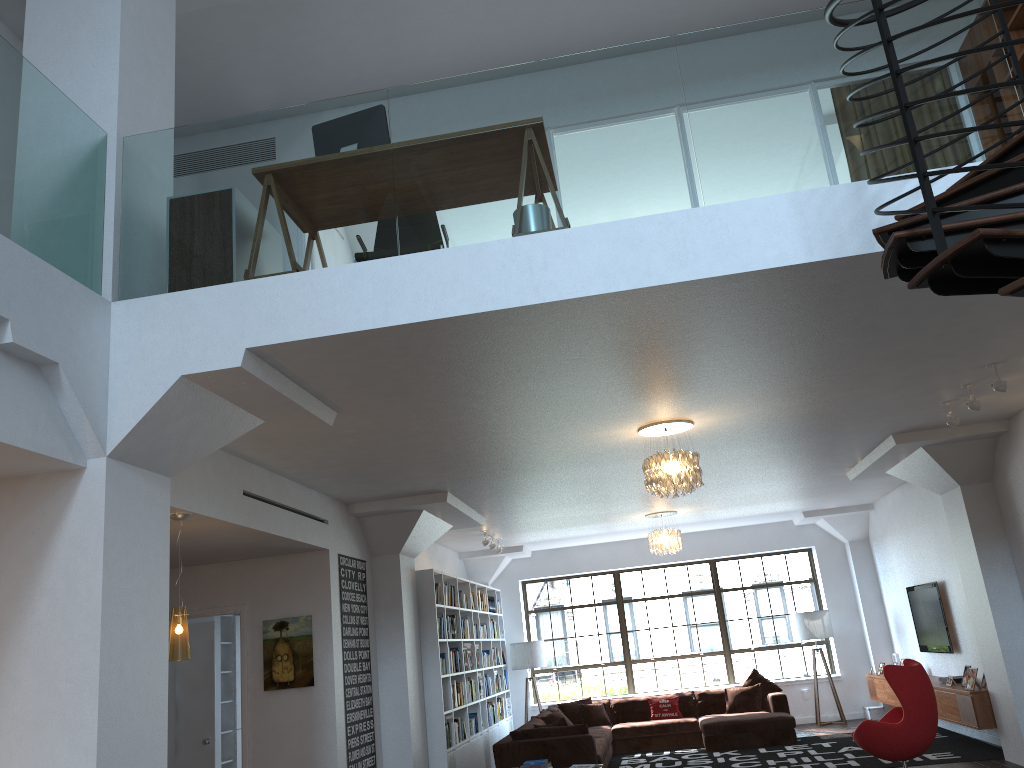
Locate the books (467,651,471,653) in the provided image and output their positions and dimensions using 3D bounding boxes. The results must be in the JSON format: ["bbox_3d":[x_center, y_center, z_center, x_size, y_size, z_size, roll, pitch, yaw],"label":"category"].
[{"bbox_3d":[-0.624,3.439,11.352,0.161,0.033,0.223,-8,-17,7],"label":"books"}]

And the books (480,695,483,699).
[{"bbox_3d":[-0.507,4.108,11.604,0.246,0.038,0.171,-8,-17,7],"label":"books"}]

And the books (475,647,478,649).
[{"bbox_3d":[-0.565,3.488,11.687,0.223,0.031,0.161,-8,-17,7],"label":"books"}]

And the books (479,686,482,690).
[{"bbox_3d":[-0.510,3.998,11.650,0.231,0.044,0.168,-7,-17,2],"label":"books"}]

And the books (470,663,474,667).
[{"bbox_3d":[-0.601,3.589,11.293,0.160,0.039,0.251,-10,-17,12],"label":"books"}]

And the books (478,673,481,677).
[{"bbox_3d":[-0.515,3.839,11.680,0.185,0.041,0.129,-13,-18,21],"label":"books"}]

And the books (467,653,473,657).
[{"bbox_3d":[-0.615,3.471,11.335,0.183,0.042,0.253,-8,-17,7],"label":"books"}]

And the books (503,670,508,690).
[{"bbox_3d":[-0.162,4.558,13.645,0.176,0.290,0.053,-8,-17,7],"label":"books"}]

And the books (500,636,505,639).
[{"bbox_3d":[-0.286,3.919,13.659,0.284,0.035,0.197,-18,-21,35],"label":"books"}]

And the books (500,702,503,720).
[{"bbox_3d":[-0.238,4.746,12.858,0.189,0.247,0.057,-8,-17,7],"label":"books"}]

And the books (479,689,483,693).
[{"bbox_3d":[-0.517,4.044,11.652,0.259,0.040,0.180,-8,-17,7],"label":"books"}]

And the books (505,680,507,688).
[{"bbox_3d":[-0.175,4.570,13.537,0.161,0.213,0.146,-8,-17,7],"label":"books"}]

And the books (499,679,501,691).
[{"bbox_3d":[-0.260,4.413,13.065,0.160,0.251,0.039,-8,-17,7],"label":"books"}]

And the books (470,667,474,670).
[{"bbox_3d":[-0.594,3.626,11.283,0.171,0.039,0.246,-8,-17,7],"label":"books"}]

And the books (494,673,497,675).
[{"bbox_3d":[-0.341,4.174,12.739,0.223,0.031,0.161,-8,-17,7],"label":"books"}]

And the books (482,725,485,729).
[{"bbox_3d":[-0.509,4.456,11.473,0.284,0.035,0.197,-8,-17,7],"label":"books"}]

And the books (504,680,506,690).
[{"bbox_3d":[-0.192,4.515,13.397,0.172,0.235,0.112,-8,-17,7],"label":"books"}]

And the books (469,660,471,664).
[{"bbox_3d":[-0.630,3.553,11.303,0.180,0.042,0.259,-8,-17,7],"label":"books"}]

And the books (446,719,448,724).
[{"bbox_3d":[-0.783,3.657,9.604,0.174,0.045,0.240,-5,-17,-3],"label":"books"}]

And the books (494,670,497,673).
[{"bbox_3d":[-0.343,4.148,12.755,0.224,0.030,0.161,-11,-18,16],"label":"books"}]

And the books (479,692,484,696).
[{"bbox_3d":[-0.513,4.073,11.617,0.251,0.037,0.160,-10,-17,12],"label":"books"}]

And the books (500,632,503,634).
[{"bbox_3d":[-0.291,3.854,13.673,0.254,0.032,0.174,-21,-22,40],"label":"books"}]

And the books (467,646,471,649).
[{"bbox_3d":[-0.621,3.390,11.382,0.144,0.024,0.208,-10,-17,12],"label":"books"}]

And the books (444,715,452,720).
[{"bbox_3d":[-0.782,3.615,9.592,0.223,0.027,0.161,-11,-17,16],"label":"books"}]

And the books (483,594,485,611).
[{"bbox_3d":[-0.484,3.139,12.679,0.183,0.253,0.034,-8,-17,7],"label":"books"}]

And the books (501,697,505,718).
[{"bbox_3d":[-0.202,4.800,13.121,0.176,0.290,0.053,-8,-17,7],"label":"books"}]

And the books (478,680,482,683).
[{"bbox_3d":[-0.515,3.925,11.670,0.223,0.032,0.161,-8,-17,7],"label":"books"}]

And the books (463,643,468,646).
[{"bbox_3d":[-0.670,3.234,10.977,0.223,0.027,0.161,-11,-17,16],"label":"books"}]

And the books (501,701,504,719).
[{"bbox_3d":[-0.210,4.798,13.035,0.171,0.246,0.057,-8,-17,7],"label":"books"}]

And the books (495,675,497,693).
[{"bbox_3d":[-0.314,4.303,12.689,0.174,0.251,0.051,-8,-17,7],"label":"books"}]

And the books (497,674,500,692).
[{"bbox_3d":[-0.275,4.384,12.969,0.183,0.253,0.042,-8,-17,7],"label":"books"}]

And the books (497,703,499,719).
[{"bbox_3d":[-0.284,4.661,12.572,0.183,0.253,0.036,-8,-17,7],"label":"books"}]

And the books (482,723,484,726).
[{"bbox_3d":[-0.513,4.424,11.483,0.284,0.033,0.197,-4,-17,-8],"label":"books"}]

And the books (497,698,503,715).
[{"bbox_3d":[-0.215,4.733,12.911,0.140,0.298,0.044,-8,-17,7],"label":"books"}]

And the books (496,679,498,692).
[{"bbox_3d":[-0.308,4.335,12.790,0.183,0.253,0.039,-8,-17,7],"label":"books"}]

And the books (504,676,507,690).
[{"bbox_3d":[-0.177,4.554,13.489,0.161,0.213,0.118,-8,-17,7],"label":"books"}]

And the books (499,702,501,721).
[{"bbox_3d":[-0.253,4.710,12.744,0.183,0.253,0.037,-8,-17,7],"label":"books"}]

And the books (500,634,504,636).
[{"bbox_3d":[-0.290,3.887,13.669,0.284,0.033,0.197,-13,-18,21],"label":"books"}]

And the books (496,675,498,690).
[{"bbox_3d":[-0.293,4.354,12.854,0.171,0.246,0.036,-8,-17,7],"label":"books"}]

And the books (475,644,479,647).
[{"bbox_3d":[-0.567,3.463,11.704,0.224,0.030,0.161,-11,-18,16],"label":"books"}]

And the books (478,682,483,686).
[{"bbox_3d":[-0.519,3.957,11.654,0.253,0.040,0.183,-8,-17,7],"label":"books"}]

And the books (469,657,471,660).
[{"bbox_3d":[-0.618,3.513,11.328,0.168,0.045,0.231,-7,-17,2],"label":"books"}]

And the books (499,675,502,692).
[{"bbox_3d":[-0.239,4.458,13.179,0.168,0.228,0.139,-8,-17,7],"label":"books"}]

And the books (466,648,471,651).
[{"bbox_3d":[-0.638,3.420,11.385,0.223,0.027,0.161,-5,-17,-3],"label":"books"}]

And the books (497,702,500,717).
[{"bbox_3d":[-0.274,4.681,12.640,0.183,0.253,0.036,-8,-17,7],"label":"books"}]

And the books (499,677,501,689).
[{"bbox_3d":[-0.245,4.443,13.092,0.161,0.221,0.035,-8,-17,6],"label":"books"}]

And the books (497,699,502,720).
[{"bbox_3d":[-0.262,4.714,12.806,0.198,0.284,0.066,-8,-17,7],"label":"books"}]

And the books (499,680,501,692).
[{"bbox_3d":[-0.258,4.416,13.027,0.161,0.223,0.032,-8,-17,7],"label":"books"}]

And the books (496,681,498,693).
[{"bbox_3d":[-0.297,4.336,12.752,0.161,0.223,0.030,-8,-17,7],"label":"books"}]

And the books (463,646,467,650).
[{"bbox_3d":[-0.671,3.276,10.989,0.174,0.045,0.240,-8,-17,6],"label":"books"}]

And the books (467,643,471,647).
[{"bbox_3d":[-0.618,3.356,11.387,0.129,0.043,0.185,-13,-18,21],"label":"books"}]

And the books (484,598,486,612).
[{"bbox_3d":[-0.470,3.170,12.780,0.160,0.250,0.026,-8,-17,7],"label":"books"}]

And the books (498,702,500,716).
[{"bbox_3d":[-0.260,4.703,12.714,0.160,0.250,0.027,-8,-17,7],"label":"books"}]

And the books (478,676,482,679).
[{"bbox_3d":[-0.507,3.871,11.677,0.208,0.024,0.144,-10,-17,12],"label":"books"}]

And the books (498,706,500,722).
[{"bbox_3d":[-0.275,4.670,12.606,0.183,0.253,0.037,-8,-17,7],"label":"books"}]
